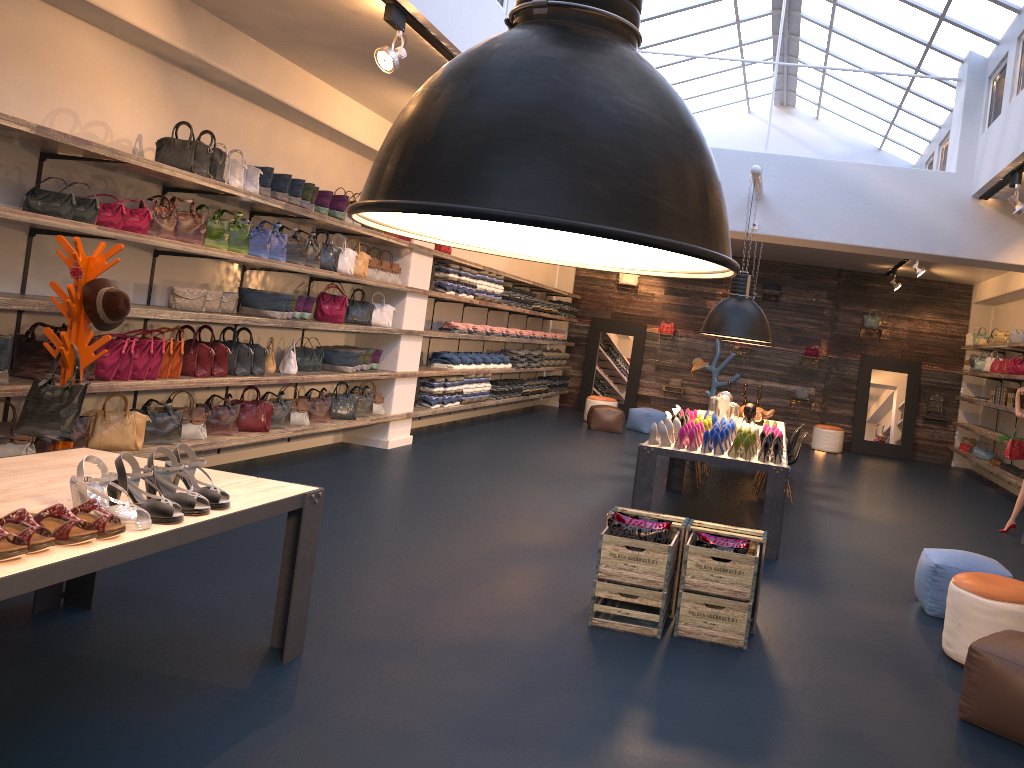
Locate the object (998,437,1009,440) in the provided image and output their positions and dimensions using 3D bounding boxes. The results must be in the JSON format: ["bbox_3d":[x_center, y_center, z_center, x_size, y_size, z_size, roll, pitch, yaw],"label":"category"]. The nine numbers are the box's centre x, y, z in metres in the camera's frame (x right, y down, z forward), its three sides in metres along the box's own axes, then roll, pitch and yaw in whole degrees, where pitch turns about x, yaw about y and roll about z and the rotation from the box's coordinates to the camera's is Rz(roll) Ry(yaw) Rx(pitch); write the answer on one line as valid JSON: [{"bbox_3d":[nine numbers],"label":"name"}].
[{"bbox_3d":[7.330,0.820,12.892,0.231,0.058,0.084,8,2,5],"label":"object"}]

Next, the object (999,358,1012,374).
[{"bbox_3d":[7.655,-0.279,13.410,0.140,0.250,0.307,8,2,-12],"label":"object"}]

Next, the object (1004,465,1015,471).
[{"bbox_3d":[7.522,1.276,13.097,0.181,0.088,0.067,8,1,10],"label":"object"}]

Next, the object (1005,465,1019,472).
[{"bbox_3d":[7.501,1.278,13.027,0.181,0.088,0.067,8,1,10],"label":"object"}]

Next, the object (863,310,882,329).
[{"bbox_3d":[7.007,-1.262,16.884,0.371,0.367,0.174,8,0,-3],"label":"object"}]

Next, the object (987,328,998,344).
[{"bbox_3d":[8.187,-0.796,14.732,0.107,0.300,0.281,8,1,-12],"label":"object"}]

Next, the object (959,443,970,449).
[{"bbox_3d":[8.433,1.167,16.149,0.097,0.118,0.203,7,3,-42],"label":"object"}]

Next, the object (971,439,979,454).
[{"bbox_3d":[8.232,1.118,15.361,0.186,0.280,0.063,8,-1,34],"label":"object"}]

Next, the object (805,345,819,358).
[{"bbox_3d":[5.884,-0.651,17.045,0.242,0.243,0.222,8,1,8],"label":"object"}]

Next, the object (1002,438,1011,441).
[{"bbox_3d":[7.315,0.824,12.801,0.231,0.058,0.084,8,2,5],"label":"object"}]

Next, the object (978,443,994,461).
[{"bbox_3d":[7.953,1.133,14.535,0.104,0.283,0.254,8,1,-40],"label":"object"}]

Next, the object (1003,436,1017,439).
[{"bbox_3d":[7.384,0.802,12.841,0.226,0.064,0.089,9,2,17],"label":"object"}]

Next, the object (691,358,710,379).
[{"bbox_3d":[3.598,-0.273,16.589,0.327,0.442,0.364,8,1,10],"label":"object"}]

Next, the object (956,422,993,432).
[{"bbox_3d":[8.221,0.762,15.457,0.340,0.024,1.935,9,4,16],"label":"object"}]

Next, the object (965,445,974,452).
[{"bbox_3d":[8.323,1.182,15.725,0.097,0.118,0.203,7,3,-41],"label":"object"}]

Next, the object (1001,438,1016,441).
[{"bbox_3d":[7.274,0.825,12.713,0.231,0.058,0.084,8,2,5],"label":"object"}]

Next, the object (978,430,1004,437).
[{"bbox_3d":[7.773,0.801,14.005,0.343,0.029,0.915,9,4,16],"label":"object"}]

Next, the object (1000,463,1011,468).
[{"bbox_3d":[7.607,1.268,13.370,0.181,0.088,0.067,8,1,10],"label":"object"}]

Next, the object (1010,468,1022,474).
[{"bbox_3d":[7.416,1.286,12.749,0.181,0.088,0.067,8,1,10],"label":"object"}]

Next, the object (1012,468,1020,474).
[{"bbox_3d":[7.394,1.288,12.680,0.181,0.088,0.067,8,1,10],"label":"object"}]

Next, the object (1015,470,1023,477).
[{"bbox_3d":[7.330,1.294,12.474,0.181,0.088,0.067,8,1,10],"label":"object"}]

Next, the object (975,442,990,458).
[{"bbox_3d":[8.009,1.127,14.739,0.104,0.283,0.254,8,1,-40],"label":"object"}]

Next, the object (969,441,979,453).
[{"bbox_3d":[8.270,1.114,15.491,0.185,0.280,0.063,8,0,45],"label":"object"}]

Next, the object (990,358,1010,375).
[{"bbox_3d":[7.860,-0.291,13.962,0.146,0.254,0.317,8,2,-24],"label":"object"}]

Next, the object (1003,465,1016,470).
[{"bbox_3d":[7.543,1.274,13.163,0.181,0.088,0.067,8,1,10],"label":"object"}]

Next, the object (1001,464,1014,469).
[{"bbox_3d":[7.587,1.270,13.302,0.181,0.088,0.067,8,1,10],"label":"object"}]

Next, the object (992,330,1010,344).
[{"bbox_3d":[7.891,-0.750,13.941,0.213,0.234,0.345,7,2,-26],"label":"object"}]

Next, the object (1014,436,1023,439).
[{"bbox_3d":[7.609,0.821,13.022,0.092,0.053,0.217,5,5,-45],"label":"object"}]

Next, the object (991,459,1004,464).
[{"bbox_3d":[7.790,1.258,13.885,0.211,0.083,0.237,8,3,3],"label":"object"}]

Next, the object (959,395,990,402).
[{"bbox_3d":[8.404,0.265,15.587,0.465,0.060,1.571,9,4,16],"label":"object"}]

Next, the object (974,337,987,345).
[{"bbox_3d":[8.418,-0.753,15.533,0.245,0.174,0.342,7,3,-23],"label":"object"}]

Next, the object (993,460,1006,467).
[{"bbox_3d":[7.673,1.259,13.634,0.211,0.083,0.237,8,3,3],"label":"object"}]

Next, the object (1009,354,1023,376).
[{"bbox_3d":[7.565,-0.280,12.842,0.343,0.338,0.303,8,1,1],"label":"object"}]

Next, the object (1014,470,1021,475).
[{"bbox_3d":[7.351,1.292,12.543,0.181,0.088,0.067,8,1,10],"label":"object"}]

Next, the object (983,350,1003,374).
[{"bbox_3d":[8.119,-0.371,14.573,0.204,0.386,0.400,8,1,-22],"label":"object"}]

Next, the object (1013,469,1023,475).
[{"bbox_3d":[7.372,1.290,12.610,0.181,0.088,0.067,8,1,10],"label":"object"}]

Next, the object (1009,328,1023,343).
[{"bbox_3d":[7.694,-0.721,13.184,0.084,0.230,0.256,8,1,-32],"label":"object"}]

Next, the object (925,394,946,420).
[{"bbox_3d":[8.158,0.424,16.691,0.348,0.461,0.240,8,0,11],"label":"object"}]

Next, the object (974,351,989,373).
[{"bbox_3d":[8.218,-0.389,15.130,0.189,0.367,0.341,8,1,-32],"label":"object"}]

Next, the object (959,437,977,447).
[{"bbox_3d":[8.591,1.119,16.332,0.216,0.234,0.340,7,3,-43],"label":"object"}]

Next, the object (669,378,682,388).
[{"bbox_3d":[3.275,-0.029,17.375,0.278,0.176,0.100,7,0,-13],"label":"object"}]

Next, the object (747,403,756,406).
[{"bbox_3d":[4.745,0.462,17.116,0.377,0.174,0.223,7,2,-12],"label":"object"}]

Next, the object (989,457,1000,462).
[{"bbox_3d":[7.886,1.253,14.141,0.200,0.083,0.250,9,4,25],"label":"object"}]

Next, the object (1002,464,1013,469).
[{"bbox_3d":[7.565,1.272,13.233,0.181,0.088,0.067,8,1,10],"label":"object"}]

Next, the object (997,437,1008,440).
[{"bbox_3d":[7.371,0.819,12.981,0.231,0.058,0.084,8,2,5],"label":"object"}]

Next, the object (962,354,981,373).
[{"bbox_3d":[8.590,-0.396,16.191,0.177,0.335,0.327,8,1,-31],"label":"object"}]

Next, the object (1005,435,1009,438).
[{"bbox_3d":[7.435,0.805,12.922,0.226,0.068,0.087,9,2,17],"label":"object"}]

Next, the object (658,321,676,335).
[{"bbox_3d":[3.121,-1.124,17.455,0.320,0.254,0.145,9,0,22],"label":"object"}]

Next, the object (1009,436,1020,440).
[{"bbox_3d":[7.379,0.809,12.741,0.226,0.067,0.088,9,2,17],"label":"object"}]

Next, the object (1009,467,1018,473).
[{"bbox_3d":[7.436,1.284,12.816,0.181,0.088,0.067,8,1,10],"label":"object"}]

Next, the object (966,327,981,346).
[{"bbox_3d":[8.734,-0.876,16.298,0.394,0.386,0.207,9,1,36],"label":"object"}]

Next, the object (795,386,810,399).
[{"bbox_3d":[5.705,0.172,17.034,0.258,0.230,0.084,9,0,28],"label":"object"}]

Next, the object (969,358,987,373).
[{"bbox_3d":[8.422,-0.329,15.651,0.192,0.232,0.385,7,3,-36],"label":"object"}]

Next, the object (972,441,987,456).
[{"bbox_3d":[8.067,1.120,14.943,0.254,0.283,0.104,9,0,43],"label":"object"}]

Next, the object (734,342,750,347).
[{"bbox_3d":[4.581,-0.859,17.215,0.322,0.255,0.137,8,0,-3],"label":"object"}]

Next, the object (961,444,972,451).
[{"bbox_3d":[8.368,1.173,15.936,0.097,0.118,0.203,7,3,-42],"label":"object"}]

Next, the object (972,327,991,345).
[{"bbox_3d":[8.552,-0.856,15.818,0.189,0.367,0.341,8,1,-32],"label":"object"}]
